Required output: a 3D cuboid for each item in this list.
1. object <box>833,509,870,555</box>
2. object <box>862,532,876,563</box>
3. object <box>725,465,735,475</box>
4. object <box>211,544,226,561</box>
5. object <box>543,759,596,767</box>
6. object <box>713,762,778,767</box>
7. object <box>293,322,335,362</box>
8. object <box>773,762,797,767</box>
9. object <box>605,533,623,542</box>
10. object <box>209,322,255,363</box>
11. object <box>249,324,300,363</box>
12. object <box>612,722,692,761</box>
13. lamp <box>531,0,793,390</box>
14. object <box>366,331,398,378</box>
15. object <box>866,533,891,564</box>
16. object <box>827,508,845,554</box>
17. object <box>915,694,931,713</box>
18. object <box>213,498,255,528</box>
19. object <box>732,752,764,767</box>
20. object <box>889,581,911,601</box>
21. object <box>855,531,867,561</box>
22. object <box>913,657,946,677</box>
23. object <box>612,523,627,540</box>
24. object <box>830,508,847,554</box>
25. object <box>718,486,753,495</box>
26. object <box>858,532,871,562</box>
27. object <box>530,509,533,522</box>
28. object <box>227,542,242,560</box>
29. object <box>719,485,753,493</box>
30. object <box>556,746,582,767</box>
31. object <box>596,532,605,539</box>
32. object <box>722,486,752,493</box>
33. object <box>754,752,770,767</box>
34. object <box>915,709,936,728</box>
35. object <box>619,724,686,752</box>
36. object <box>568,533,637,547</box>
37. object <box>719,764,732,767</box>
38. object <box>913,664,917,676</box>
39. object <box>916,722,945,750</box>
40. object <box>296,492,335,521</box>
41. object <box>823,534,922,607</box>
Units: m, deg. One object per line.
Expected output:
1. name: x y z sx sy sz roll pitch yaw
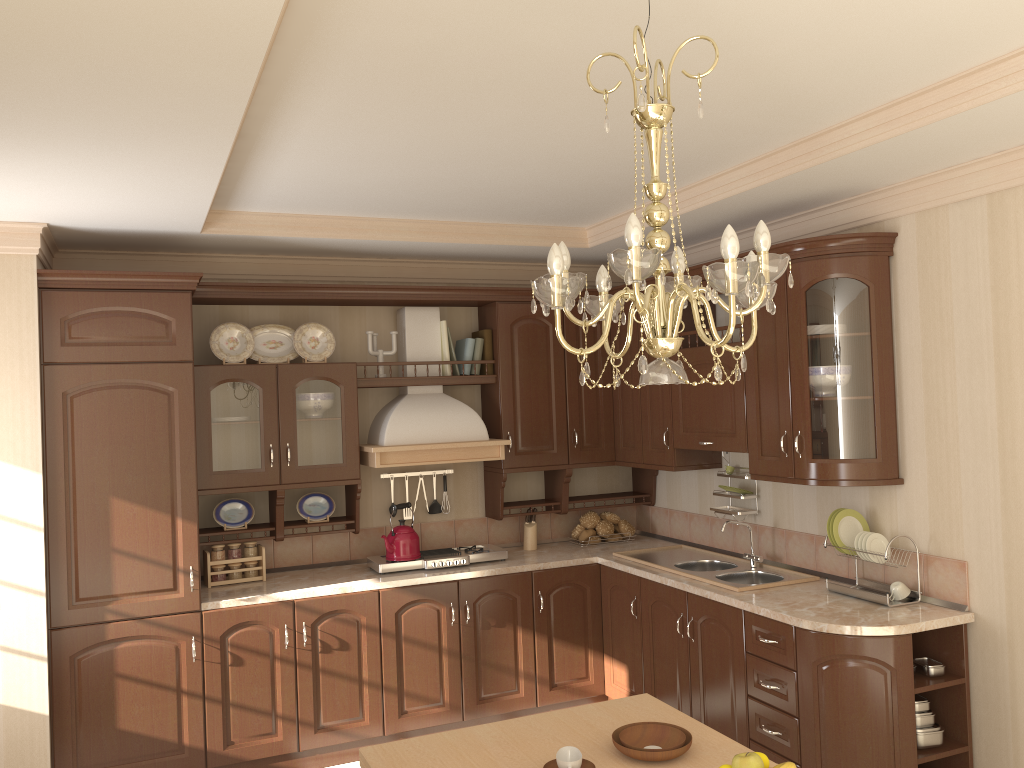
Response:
1. object: 1.420 0.619 3.710 0.193 0.188 0.047 -2 -1 -22
2. object: 1.468 0.663 3.595 0.123 0.119 0.034 -2 -1 -23
3. object: 1.128 0.443 4.578 0.044 0.051 0.049 -3 -1 35
4. object: -1.453 0.833 4.386 0.068 0.088 0.068 -2 -1 -7
5. object: 0.138 0.936 2.133 0.126 0.026 0.127 -2 -1 4
6. object: 0.533 0.894 1.914 0.235 0.068 0.235 -3 -1 24
7. object: -1.024 -0.219 4.592 0.220 0.210 0.068 -2 -1 -25
8. object: 0.575 0.840 1.899 0.066 0.085 0.184 -2 -1 15
9. object: 0.597 0.902 5.223 0.103 0.060 0.105 -2 -1 -28
10. object: -1.397 -0.208 4.433 0.220 0.210 0.068 -2 -1 -25
11. object: -1.232 -0.209 4.565 0.342 0.209 0.073 -2 -1 -22
12. object: 0.359 0.923 2.271 0.204 0.042 0.204 -2 -1 16
13. lamp: 0.289 -0.483 1.803 0.502 0.982 0.501 -3 -1 37
14. object: -0.718 -0.155 4.753 0.174 0.248 0.163 -3 -1 29
15. object: 1.476 0.662 3.576 0.123 0.119 0.034 -2 -1 -23
16. object: 1.406 0.620 3.744 0.193 0.188 0.047 -2 -1 -22
17. object: 1.535 1.217 3.392 0.084 0.045 0.120 -2 -1 -12
18. object: -1.400 0.650 4.467 0.202 0.143 0.071 -2 -1 -25
19. object: 0.512 0.833 1.923 0.068 0.061 0.069 -2 -1 -7
20. object: 1.545 0.823 3.529 0.073 0.072 0.085 -3 -1 31
21. object: 1.453 0.664 3.634 0.123 0.119 0.034 -2 -1 -23
22. object: 1.593 1.084 3.393 0.084 0.045 0.120 -2 -1 -12
23. object: 0.636 0.877 5.288 0.091 0.100 0.125 -2 -1 -28
24. object: 1.413 0.620 3.727 0.193 0.188 0.047 -2 -1 -22
25. object: 1.130 0.538 4.482 0.167 0.051 0.174 -2 -1 -23
26. object: 1.461 0.664 3.615 0.123 0.119 0.034 -2 -1 -21
27. object: 0.112 0.810 5.161 0.016 0.158 0.051 -3 -1 30
28. object: -1.384 0.831 4.422 0.068 0.088 0.068 -2 -1 -7
29. object: 1.132 0.532 4.483 0.167 0.051 0.174 -2 -1 -23
30. object: 0.138 0.920 2.126 0.063 0.055 0.119 -2 -1 6
31. object: 0.548 0.881 5.261 0.114 0.094 0.098 -1 -1 -43
32. object: 1.131 0.535 4.483 0.167 0.051 0.174 -2 -1 -23
33. object: 0.543 0.840 1.966 0.054 0.046 0.047 -2 -1 18
34. object: 1.536 1.264 3.391 0.106 0.057 0.152 -2 -1 -12
35. object: 0.360 0.919 2.270 0.168 0.034 0.168 -2 -1 -12
36. object: 0.530 0.904 5.221 0.364 0.060 0.199 -2 -1 -23
37. object: 0.472 0.861 1.945 0.045 0.047 0.055 -2 -1 9
38. object: 1.476 1.088 3.390 0.084 0.045 0.120 -1 -1 -37
39. object: 1.539 1.323 3.390 0.145 0.077 0.208 -2 -1 -12
40. object: -1.022 0.639 4.626 0.202 0.143 0.071 -2 -1 -25
41. object: 1.462 0.731 3.615 0.172 0.275 0.359 -2 -1 -22
